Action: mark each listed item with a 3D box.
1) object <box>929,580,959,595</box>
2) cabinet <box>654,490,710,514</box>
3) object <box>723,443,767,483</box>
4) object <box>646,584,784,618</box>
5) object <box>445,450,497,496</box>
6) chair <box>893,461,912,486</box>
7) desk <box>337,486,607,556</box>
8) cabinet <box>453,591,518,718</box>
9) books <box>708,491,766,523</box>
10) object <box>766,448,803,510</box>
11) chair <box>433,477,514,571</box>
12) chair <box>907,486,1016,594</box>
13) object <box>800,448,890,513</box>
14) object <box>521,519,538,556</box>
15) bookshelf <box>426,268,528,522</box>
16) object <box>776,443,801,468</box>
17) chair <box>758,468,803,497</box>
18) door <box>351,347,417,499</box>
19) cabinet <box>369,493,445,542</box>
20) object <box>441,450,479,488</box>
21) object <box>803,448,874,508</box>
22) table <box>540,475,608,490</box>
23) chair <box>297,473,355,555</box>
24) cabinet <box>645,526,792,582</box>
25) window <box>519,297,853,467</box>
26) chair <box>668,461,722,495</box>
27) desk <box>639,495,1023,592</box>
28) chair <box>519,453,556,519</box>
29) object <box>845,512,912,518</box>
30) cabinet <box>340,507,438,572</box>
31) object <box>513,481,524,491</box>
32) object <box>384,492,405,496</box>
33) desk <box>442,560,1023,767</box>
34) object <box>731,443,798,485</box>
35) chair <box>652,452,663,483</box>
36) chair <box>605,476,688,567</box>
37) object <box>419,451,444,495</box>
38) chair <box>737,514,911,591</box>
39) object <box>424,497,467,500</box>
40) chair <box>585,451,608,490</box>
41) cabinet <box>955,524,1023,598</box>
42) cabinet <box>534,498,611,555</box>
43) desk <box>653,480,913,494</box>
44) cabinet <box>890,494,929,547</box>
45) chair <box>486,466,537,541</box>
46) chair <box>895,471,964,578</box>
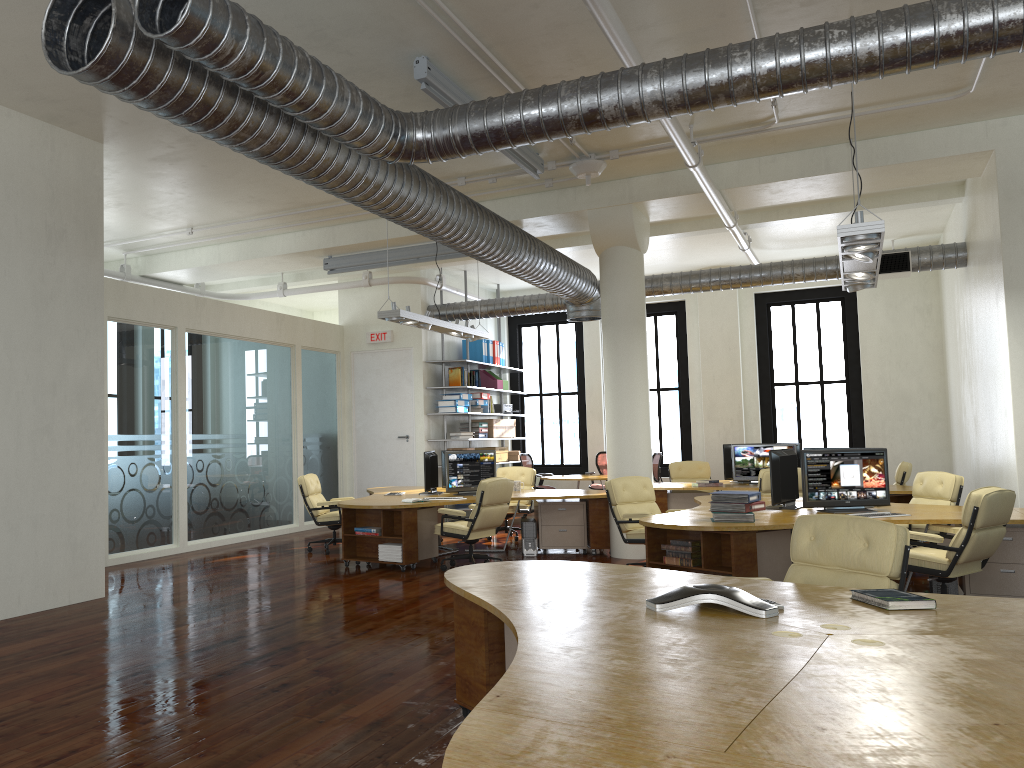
[{"bbox_3d":[3.752,1.641,7.732,0.195,0.411,0.442,-3,-4,22],"label":"object"},{"bbox_3d":[2.227,1.802,12.435,0.899,0.709,0.878,-1,-3,0],"label":"cabinet"},{"bbox_3d":[3.360,1.135,12.753,0.754,0.552,0.311,0,-4,-22],"label":"object"},{"bbox_3d":[0.844,0.877,3.698,0.555,0.093,0.402,-2,-4,21],"label":"object"},{"bbox_3d":[-0.507,1.118,11.173,0.737,0.552,0.317,1,-4,-33],"label":"object"},{"bbox_3d":[5.064,1.574,12.197,0.851,1.021,0.653,-4,-4,30],"label":"chair"},{"bbox_3d":[-0.910,1.808,11.798,3.607,0.734,3.766,1,-4,-27],"label":"desk"},{"bbox_3d":[0.314,1.364,4.426,0.815,0.709,0.962,1,-4,-30],"label":"cabinet"},{"bbox_3d":[1.803,1.004,7.274,0.455,0.227,0.415,-4,-4,36],"label":"books"},{"bbox_3d":[2.551,0.890,8.361,0.319,0.552,0.732,-4,-4,33],"label":"object"},{"bbox_3d":[-0.427,1.543,9.833,0.856,1.021,0.649,-4,-4,35],"label":"chair"},{"bbox_3d":[3.330,1.286,6.777,0.649,1.021,0.856,1,-5,-41],"label":"chair"},{"bbox_3d":[2.944,0.849,7.814,0.792,0.552,0.296,-1,-4,-6],"label":"object"},{"bbox_3d":[0.214,1.910,11.083,0.184,0.411,0.470,-2,-3,0],"label":"object"},{"bbox_3d":[-0.539,0.312,16.483,0.709,4.604,3.324,-3,-4,21],"label":"bookshelf"},{"bbox_3d":[3.896,1.106,12.448,0.291,0.552,0.806,-1,-3,-5],"label":"object"},{"bbox_3d":[3.291,1.543,11.086,0.710,1.021,0.789,-1,-4,-6],"label":"chair"},{"bbox_3d":[-2.235,0.906,15.426,1.343,3.031,0.088,-4,-4,28],"label":"door"},{"bbox_3d":[-1.475,1.895,12.768,0.819,0.709,0.958,0,-4,-28],"label":"cabinet"},{"bbox_3d":[-0.589,1.154,11.762,0.887,0.552,0.264,-4,-4,36],"label":"object"},{"bbox_3d":[3.121,0.877,8.333,0.267,0.552,0.876,1,-4,-33],"label":"object"},{"bbox_3d":[1.252,1.976,15.349,1.342,0.745,1.624,2,-4,-39],"label":"table"},{"bbox_3d":[-2.386,1.692,11.693,0.814,1.021,0.687,-2,-4,10],"label":"chair"},{"bbox_3d":[1.769,1.513,7.423,0.810,0.709,0.966,1,-4,-35],"label":"cabinet"},{"bbox_3d":[2.956,0.135,0.185,75.446,14.085,45.071,-2,-3,10],"label":"window"},{"bbox_3d":[2.850,1.709,13.732,0.723,1.021,0.775,-2,-4,-1],"label":"chair"},{"bbox_3d":[2.815,1.538,8.499,3.871,0.734,3.527,-1,-3,-4],"label":"desk"},{"bbox_3d":[0.515,1.816,15.868,0.828,1.158,0.662,-4,-4,29],"label":"chair"},{"bbox_3d":[3.050,1.091,7.389,0.444,0.016,0.245,0,-4,-23],"label":"object"},{"bbox_3d":[-1.374,1.748,10.322,0.969,0.709,0.807,-4,-4,32],"label":"cabinet"},{"bbox_3d":[0.079,1.358,11.820,0.133,0.131,0.116,0,-4,-24],"label":"object"},{"bbox_3d":[-1.529,1.430,11.563,0.234,0.016,0.466,-1,-3,1],"label":"object"},{"bbox_3d":[1.531,1.240,3.066,3.557,0.734,3.838,-1,-3,1],"label":"desk"},{"bbox_3d":[3.454,1.096,12.138,0.868,0.552,0.270,-3,-4,23],"label":"object"},{"bbox_3d":[-1.413,1.786,14.704,7.854,1.158,0.950,-1,-4,-2],"label":"chair"},{"bbox_3d":[1.438,1.456,8.993,0.653,1.021,0.852,1,-4,-36],"label":"chair"},{"bbox_3d":[-1.070,1.151,11.549,0.301,0.552,0.778,-2,-4,6],"label":"object"},{"bbox_3d":[1.487,1.185,4.466,0.726,1.021,0.768,0,-4,-25],"label":"chair"},{"bbox_3d":[-0.787,1.349,10.443,0.466,0.016,0.234,-1,-3,-7],"label":"object"},{"bbox_3d":[1.718,1.806,16.102,0.795,1.158,0.689,-4,-4,34],"label":"chair"},{"bbox_3d":[4.261,1.460,7.366,0.963,0.709,0.814,-3,-4,25],"label":"cabinet"},{"bbox_3d":[0.764,1.758,11.213,0.906,0.709,0.870,-2,-3,2],"label":"cabinet"},{"bbox_3d":[3.845,1.761,12.595,4.247,0.734,3.188,-3,-4,31],"label":"desk"},{"bbox_3d":[4.517,1.669,10.968,0.814,0.709,0.963,1,-4,-31],"label":"cabinet"},{"bbox_3d":[-0.080,1.711,12.782,0.786,1.021,0.706,-4,-4,34],"label":"chair"},{"bbox_3d":[4.052,1.405,9.011,0.775,1.021,0.724,-1,-4,-5],"label":"chair"}]
